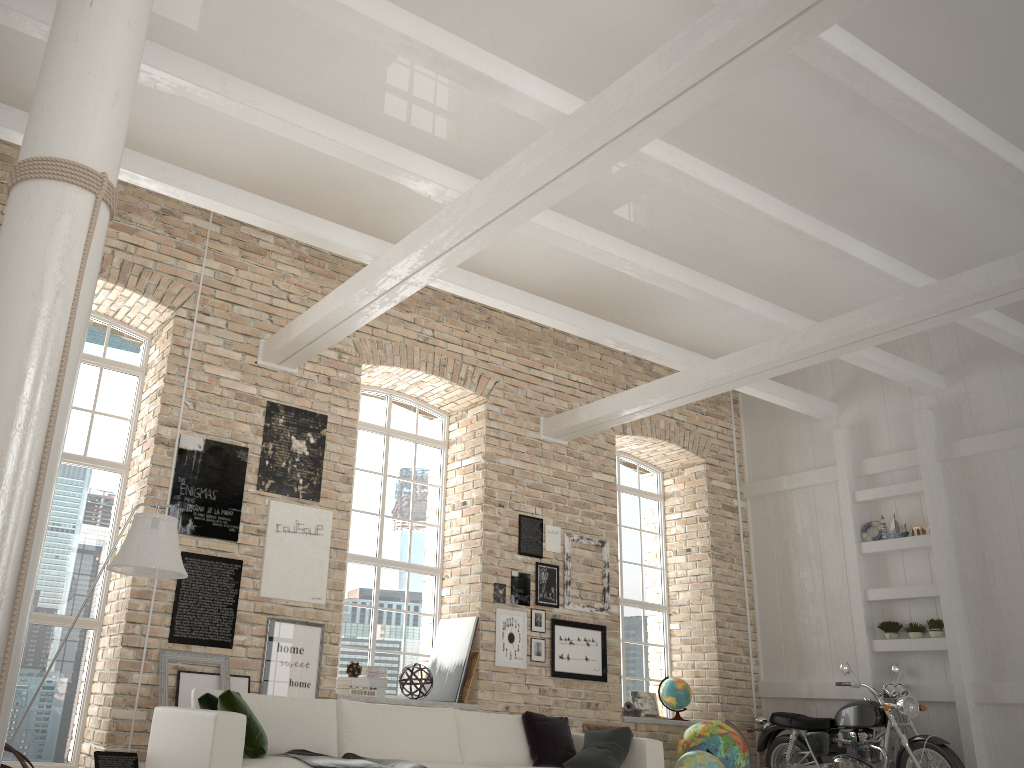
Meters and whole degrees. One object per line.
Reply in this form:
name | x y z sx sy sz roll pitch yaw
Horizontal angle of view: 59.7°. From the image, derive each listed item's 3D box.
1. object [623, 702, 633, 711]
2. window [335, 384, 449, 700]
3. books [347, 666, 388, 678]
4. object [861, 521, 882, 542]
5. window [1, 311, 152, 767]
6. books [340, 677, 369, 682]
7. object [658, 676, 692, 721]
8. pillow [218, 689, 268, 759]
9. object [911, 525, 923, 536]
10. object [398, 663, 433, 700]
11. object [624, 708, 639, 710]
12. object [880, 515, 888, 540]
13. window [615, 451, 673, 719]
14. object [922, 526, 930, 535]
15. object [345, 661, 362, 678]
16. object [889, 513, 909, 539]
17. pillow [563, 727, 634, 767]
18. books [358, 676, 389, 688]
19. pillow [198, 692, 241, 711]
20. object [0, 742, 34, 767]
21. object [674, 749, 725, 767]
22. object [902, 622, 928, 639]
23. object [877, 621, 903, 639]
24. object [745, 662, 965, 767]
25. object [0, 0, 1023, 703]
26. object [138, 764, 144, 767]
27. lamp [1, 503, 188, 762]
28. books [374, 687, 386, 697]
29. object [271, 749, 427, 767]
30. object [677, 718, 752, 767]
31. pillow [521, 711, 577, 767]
object | 1.177 3.307 9.132 0.096 0.090 0.470 1 -21 4
window | 2.286 -0.021 4.076 1.349 2.986 12.112 16 -24 -33
books | -1.277 2.548 7.904 0.243 0.084 0.286 -11 -25 34
object | 3.716 1.523 9.182 0.066 0.228 0.249 20 -27 -41
window | -0.255 -0.457 2.450 1.349 3.653 12.112 16 -24 -33
books | -1.333 2.487 7.505 0.187 0.030 0.173 -16 -28 41
object | 1.761 3.375 9.556 0.313 0.464 0.347 13 -23 -27
pillow | -1.518 1.914 5.033 0.300 0.343 0.424 6 -21 -10
object | 3.988 1.453 8.787 0.102 0.120 0.111 8 -21 -16
object | -0.842 2.605 7.805 0.286 0.307 0.326 21 -27 -40
object | 1.160 3.311 9.094 0.201 0.020 0.168 17 -24 -31
object | 3.781 1.464 9.069 0.069 0.267 0.066 -2 -21 9
window | 4.797 0.720 5.570 1.349 2.986 12.112 16 -24 -33
object | 4.060 1.437 8.688 0.110 0.088 0.104 0 -21 7
object | -1.345 2.431 7.584 0.141 0.137 0.145 5 -21 -7
object | 3.862 1.416 8.918 0.061 0.261 0.243 10 -22 -21
pillow | 0.602 2.526 6.187 0.443 0.305 0.320 -17 -28 42
books | -1.275 2.632 7.884 0.223 0.088 0.337 20 -26 -36
pillow | -1.671 2.009 5.269 0.323 0.365 0.400 -2 -21 10
object | -2.033 1.592 3.305 0.577 0.542 0.506 -10 -24 29
object | 1.560 3.340 7.342 0.456 0.631 0.440 0 -21 6
object | 3.874 2.368 8.560 0.217 0.158 0.238 21 -27 -39
object | 3.711 2.414 8.741 0.242 0.180 0.240 -7 -23 25
object | 3.225 3.345 8.540 0.765 1.328 2.304 18 -25 -37
object | 1.931 -0.154 3.914 9.564 4.793 12.553 17 -24 -32
object | -2.374 2.546 5.536 0.165 0.331 0.254 -12 -25 31
lamp | -2.339 1.509 4.869 1.008 1.774 0.448 1 -21 1
books | -1.276 2.709 7.854 0.226 0.088 0.334 15 -23 -28
object | -1.009 2.406 5.189 0.843 0.463 0.822 18 -25 -33
object | 1.910 3.646 8.431 0.694 0.923 0.617 -10 -24 29
pillow | 0.285 2.603 6.497 0.403 0.390 0.256 15 -24 -31
